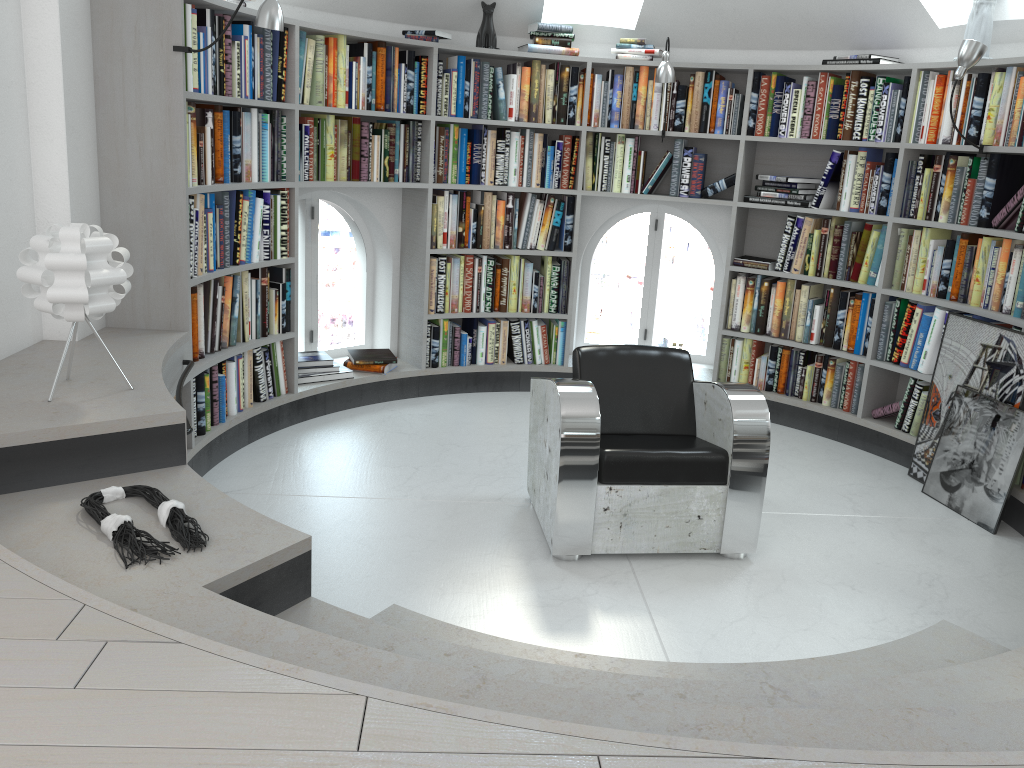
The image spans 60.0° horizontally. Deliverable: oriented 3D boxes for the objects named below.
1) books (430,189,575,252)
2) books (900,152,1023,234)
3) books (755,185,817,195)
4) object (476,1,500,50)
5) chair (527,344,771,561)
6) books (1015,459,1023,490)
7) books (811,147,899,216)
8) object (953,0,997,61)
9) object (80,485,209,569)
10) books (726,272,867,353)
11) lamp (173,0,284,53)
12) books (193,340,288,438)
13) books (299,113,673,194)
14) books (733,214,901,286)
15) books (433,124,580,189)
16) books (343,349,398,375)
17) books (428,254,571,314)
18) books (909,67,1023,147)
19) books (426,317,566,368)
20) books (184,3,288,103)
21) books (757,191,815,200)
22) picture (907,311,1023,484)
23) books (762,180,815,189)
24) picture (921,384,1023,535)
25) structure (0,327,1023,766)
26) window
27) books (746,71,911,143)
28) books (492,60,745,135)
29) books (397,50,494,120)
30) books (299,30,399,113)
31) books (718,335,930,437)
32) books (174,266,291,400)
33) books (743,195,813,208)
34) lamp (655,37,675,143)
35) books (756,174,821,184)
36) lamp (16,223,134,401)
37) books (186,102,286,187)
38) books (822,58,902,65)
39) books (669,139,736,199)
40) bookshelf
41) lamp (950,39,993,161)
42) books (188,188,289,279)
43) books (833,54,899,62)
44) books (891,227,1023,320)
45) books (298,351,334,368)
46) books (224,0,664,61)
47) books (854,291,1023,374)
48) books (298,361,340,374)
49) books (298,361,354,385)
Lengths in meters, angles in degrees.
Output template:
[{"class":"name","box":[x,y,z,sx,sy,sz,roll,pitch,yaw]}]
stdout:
[{"class":"books","box":[-0.082,-1.012,5.467,0.998,0.349,0.299,-2,15,-20]},{"class":"books","box":[2.328,-0.927,4.263,0.279,0.356,1.059,-1,16,-18]},{"class":"books","box":[1.631,-1.145,5.234,0.270,0.031,0.287,-11,21,-42]},{"class":"object","box":[-0.131,-2.077,5.160,0.147,0.263,0.203,2,14,-7]},{"class":"chair","box":[0.526,0.251,3.696,0.823,0.714,0.746,1,15,-9]},{"class":"books","box":[2.312,0.449,3.491,0.272,0.296,1.154,6,15,10]},{"class":"books","box":[1.971,-1.123,4.902,0.555,0.348,0.256,17,19,41]},{"class":"object","box":[2.272,-1.796,4.288,0.179,0.469,0.180,5,14,5]},{"class":"object","box":[-0.957,0.353,2.294,0.218,0.081,0.475,-9,20,-39]},{"class":"books","box":[1.698,-0.446,5.242,0.875,0.348,0.273,15,18,36]},{"class":"lamp","box":[-1.106,-1.449,3.478,0.414,0.310,0.117,2,14,-7]},{"class":"books","box":[-1.423,-0.020,4.340,0.283,0.317,0.924,7,16,14]},{"class":"books","box":[-0.206,-1.327,5.182,2.530,0.368,0.595,-3,16,-22]},{"class":"books","box":[1.780,-0.794,5.092,0.977,0.350,0.252,15,18,37]},{"class":"books","box":[-0.072,-1.389,5.416,1.028,0.356,0.302,-1,15,-18]},{"class":"books","box":[-0.839,-0.137,5.306,0.318,0.099,0.294,3,15,-2]},{"class":"books","box":[-0.093,-0.641,5.564,1.032,0.355,0.294,-2,15,-18]},{"class":"books","box":[2.349,-1.300,4.183,0.293,0.360,1.021,-2,16,-21]},{"class":"books","box":[-0.130,-0.289,5.640,1.019,0.304,0.289,-2,15,-18]},{"class":"books","box":[-1.338,-1.461,3.933,0.300,0.359,1.039,7,15,12]},{"class":"books","box":[1.629,-1.115,5.242,0.286,0.031,0.270,13,18,30]},{"class":"picture","box":[2.172,0.135,4.203,0.090,0.857,0.582,0,15,-14]},{"class":"books","box":[1.633,-1.175,5.227,0.214,0.036,0.227,-11,21,-42]},{"class":"picture","box":[2.127,0.334,4.065,0.107,0.551,0.493,0,15,-13]},{"class":"structure","box":[0.462,0.282,3.590,4.728,0.688,4.724,17,20,39]},{"class":"window","box":[-0.145,-0.671,5.640,3.231,1.143,0.621,-1,15,-17]},{"class":"books","box":[1.784,-1.551,4.961,0.973,0.365,0.307,16,19,38]},{"class":"books","box":[0.630,-1.727,5.346,1.566,0.364,0.396,4,15,2]},{"class":"books","box":[-0.428,-1.731,5.159,0.683,0.344,0.266,-4,16,-26]},{"class":"books","box":[-0.947,-1.656,4.721,0.270,0.370,0.795,15,19,38]},{"class":"books","box":[1.853,-0.024,5.112,0.360,0.309,1.504,-9,20,-40]},{"class":"books","box":[-1.441,-0.121,3.978,0.391,0.691,1.652,5,15,6]},{"class":"books","box":[1.627,-1.083,5.249,0.389,0.042,0.367,14,19,35]},{"class":"lamp","box":[0.863,-1.680,5.092,0.113,0.563,0.360,4,14,3]},{"class":"books","box":[1.635,-1.206,5.220,0.269,0.031,0.287,-3,17,-23]},{"class":"lamp","box":[-1.351,-0.233,2.767,0.305,0.521,0.308,0,15,-15]},{"class":"books","box":[-1.371,-1.093,4.044,0.303,0.345,1.095,7,15,11]},{"class":"books","box":[1.938,-1.750,4.867,0.317,0.036,0.337,-9,20,-40]},{"class":"books","box":[1.180,-1.296,5.369,0.399,0.338,0.225,8,15,16]},{"class":"bookshelf","box":[0.438,-0.826,4.746,4.332,1.867,2.124,3,15,-4]},{"class":"lamp","box":[2.150,-1.304,4.087,0.275,0.522,0.113,0,14,-13]},{"class":"books","box":[-1.358,-0.719,4.099,0.261,0.356,1.026,7,15,13]},{"class":"books","box":[1.940,-1.777,4.860,0.233,0.027,0.249,-5,18,-30]},{"class":"books","box":[2.313,-0.555,4.350,0.275,0.345,1.028,-1,16,-18]},{"class":"books","box":[-1.162,-0.144,5.107,0.213,0.036,0.228,-4,17,-26]},{"class":"books","box":[-0.396,-1.953,4.806,2.818,0.172,0.752,-6,18,-32]},{"class":"books","box":[2.253,-0.206,4.498,0.304,0.356,1.192,-2,16,-22]},{"class":"books","box":[-1.164,-0.114,5.115,0.269,0.031,0.287,-4,17,-26]},{"class":"books","box":[-1.166,-0.081,5.122,0.366,0.042,0.390,-8,19,-36]}]
